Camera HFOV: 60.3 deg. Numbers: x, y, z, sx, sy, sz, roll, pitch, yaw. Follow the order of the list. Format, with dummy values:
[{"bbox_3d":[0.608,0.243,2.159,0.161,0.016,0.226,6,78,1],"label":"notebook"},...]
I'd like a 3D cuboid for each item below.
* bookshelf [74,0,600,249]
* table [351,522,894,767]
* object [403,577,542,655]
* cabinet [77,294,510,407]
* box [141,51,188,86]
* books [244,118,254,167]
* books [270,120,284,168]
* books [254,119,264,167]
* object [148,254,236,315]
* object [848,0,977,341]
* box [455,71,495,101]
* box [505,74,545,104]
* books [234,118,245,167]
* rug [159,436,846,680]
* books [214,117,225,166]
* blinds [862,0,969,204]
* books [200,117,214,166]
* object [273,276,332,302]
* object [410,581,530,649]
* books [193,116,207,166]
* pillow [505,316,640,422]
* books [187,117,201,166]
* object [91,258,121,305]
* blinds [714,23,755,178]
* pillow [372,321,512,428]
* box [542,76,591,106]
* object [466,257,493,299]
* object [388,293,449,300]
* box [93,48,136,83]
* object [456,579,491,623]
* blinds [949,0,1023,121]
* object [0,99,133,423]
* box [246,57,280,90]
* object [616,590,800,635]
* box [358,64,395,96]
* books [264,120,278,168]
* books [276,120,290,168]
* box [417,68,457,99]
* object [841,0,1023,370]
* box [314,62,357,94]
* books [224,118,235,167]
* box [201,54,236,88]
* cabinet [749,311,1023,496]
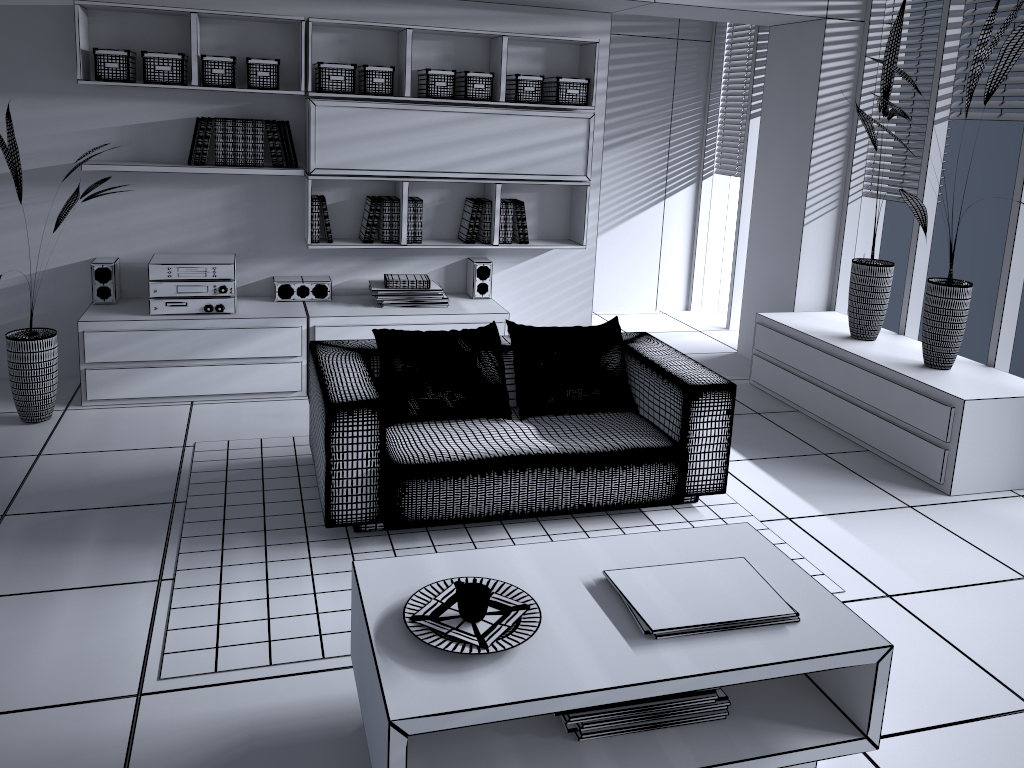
[{"bbox_3d":[-0.901,-1.414,5.038,2.819,1.225,0.335,-2,13,-17],"label":"bookshelf"},{"bbox_3d":[0.229,0.732,2.259,1.201,0.380,0.667,-2,16,-17],"label":"table"},{"bbox_3d":[-0.094,0.554,2.095,0.329,0.024,0.337,7,17,12],"label":"object"},{"bbox_3d":[-1.185,-0.226,5.050,2.271,0.440,0.588,-2,16,-17],"label":"cabinet"},{"bbox_3d":[-1.841,-1.675,4.686,0.211,0.158,0.288,-2,16,-16],"label":"box"},{"bbox_3d":[-1.463,-1.346,4.909,0.050,0.253,0.212,-1,14,-17],"label":"books"},{"bbox_3d":[-1.319,-1.350,4.947,0.075,0.254,0.212,-1,14,-16],"label":"books"},{"bbox_3d":[-1.412,-1.347,4.921,0.050,0.253,0.212,-1,14,-16],"label":"books"},{"bbox_3d":[-1.726,-0.547,4.787,0.430,0.263,0.356,-2,16,-17],"label":"object"},{"bbox_3d":[2.173,-1.693,4.655,0.496,2.918,1.458,5,13,11],"label":"object"},{"bbox_3d":[-0.225,-1.745,5.168,0.179,0.158,0.288,-2,16,-16],"label":"box"},{"bbox_3d":[0.065,-1.758,5.254,0.179,0.158,0.288,-2,16,-16],"label":"box"},{"bbox_3d":[-1.511,-1.341,4.888,0.050,0.253,0.212,-1,14,-16],"label":"books"},{"bbox_3d":[-0.159,0.498,3.595,2.233,0.001,1.844,-2,18,-16],"label":"rug"},{"bbox_3d":[-1.612,-1.339,4.863,0.050,0.253,0.212,-1,14,-16],"label":"books"},{"bbox_3d":[2.336,-1.983,5.046,0.057,1.839,0.651,-1,12,-17],"label":"blinds"},{"bbox_3d":[-1.675,-1.335,4.841,0.075,0.254,0.212,-1,14,-17],"label":"books"},{"bbox_3d":[-1.233,-0.560,5.178,0.329,0.116,0.181,-2,16,-17],"label":"object"},{"bbox_3d":[-0.098,0.548,2.093,0.219,0.012,0.218,12,19,28],"label":"object"},{"bbox_3d":[-1.706,-1.334,4.831,0.075,0.254,0.212,-1,14,-17],"label":"books"},{"bbox_3d":[0.263,-0.081,3.921,0.567,0.389,0.307,-3,15,-19],"label":"pillow"},{"bbox_3d":[-1.736,-1.329,4.818,0.072,0.252,0.212,-1,14,-17],"label":"books"},{"bbox_3d":[-2.242,-0.569,4.866,0.119,0.226,0.181,-1,14,-17],"label":"object"},{"bbox_3d":[1.830,-2.562,6.843,0.039,1.859,0.651,-1,12,-17],"label":"blinds"},{"bbox_3d":[-0.294,-0.035,3.760,0.568,0.380,0.348,-3,15,-19],"label":"pillow"},{"bbox_3d":[0.323,-1.769,5.331,0.217,0.158,0.288,-2,16,-16],"label":"box"},{"bbox_3d":[-0.202,-0.657,5.474,0.119,0.226,0.181,-1,14,-17],"label":"object"},{"bbox_3d":[-0.607,-0.535,5.225,0.415,0.008,0.293,-2,18,-15],"label":"object"},{"bbox_3d":[-2.075,-1.665,4.616,0.174,0.158,0.288,-2,16,-16],"label":"box"},{"bbox_3d":[-0.095,0.520,2.085,0.085,0.068,0.098,-8,18,-34],"label":"object"},{"bbox_3d":[2.529,-2.006,4.400,0.051,1.334,0.651,-1,13,-17],"label":"blinds"},{"bbox_3d":[-2.255,-0.621,4.255,0.251,1.548,1.200,6,14,14],"label":"object"},{"bbox_3d":[-1.364,-1.696,4.828,0.179,0.158,0.288,-2,16,-16],"label":"box"},{"bbox_3d":[0.472,0.535,2.253,0.415,0.008,0.293,-2,18,-15],"label":"object"},{"bbox_3d":[-0.774,-1.721,5.004,0.174,0.158,0.288,-2,16,-16],"label":"box"},{"bbox_3d":[-1.350,-1.349,4.938,0.075,0.254,0.212,-1,14,-16],"label":"books"},{"bbox_3d":[-1.287,-1.349,4.952,0.072,0.252,0.212,-1,14,-16],"label":"books"},{"bbox_3d":[-0.439,-1.736,5.104,0.179,0.158,0.288,-2,16,-16],"label":"box"},{"bbox_3d":[1.982,-0.983,4.176,0.693,1.821,1.586,-2,15,-22],"label":"object"},{"bbox_3d":[-0.992,-1.712,4.939,0.212,0.158,0.288,-2,16,-16],"label":"box"},{"bbox_3d":[-1.562,-1.341,4.878,0.050,0.253,0.212,-1,14,-16],"label":"books"},{"bbox_3d":[-1.582,-1.686,4.763,0.175,0.158,0.288,-2,16,-16],"label":"box"},{"bbox_3d":[1.990,0.021,4.748,0.597,0.439,1.718,-2,17,-16],"label":"cabinet"}]
